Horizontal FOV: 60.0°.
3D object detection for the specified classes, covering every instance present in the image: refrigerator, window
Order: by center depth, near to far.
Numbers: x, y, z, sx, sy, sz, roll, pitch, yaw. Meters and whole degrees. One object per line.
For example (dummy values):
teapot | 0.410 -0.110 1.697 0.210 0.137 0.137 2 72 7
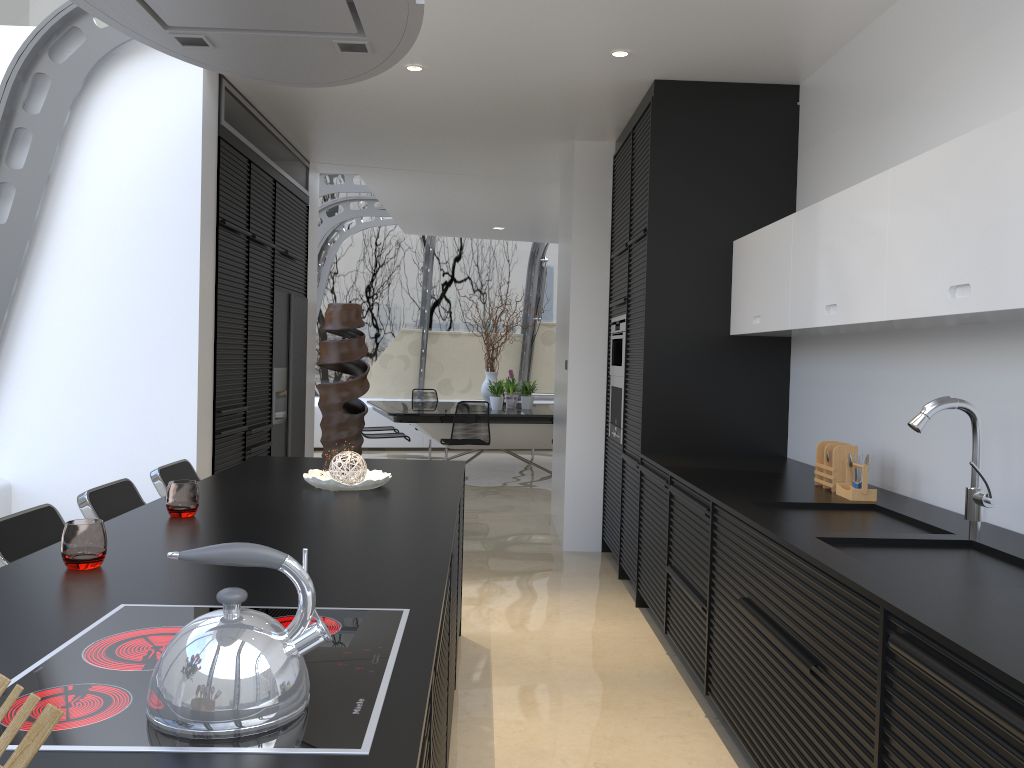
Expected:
refrigerator | -1.776 0.191 6.693 0.234 1.742 1.006 1 2 -2
window | 3.794 -0.173 6.895 16.171 3.674 16.693 1 2 -9

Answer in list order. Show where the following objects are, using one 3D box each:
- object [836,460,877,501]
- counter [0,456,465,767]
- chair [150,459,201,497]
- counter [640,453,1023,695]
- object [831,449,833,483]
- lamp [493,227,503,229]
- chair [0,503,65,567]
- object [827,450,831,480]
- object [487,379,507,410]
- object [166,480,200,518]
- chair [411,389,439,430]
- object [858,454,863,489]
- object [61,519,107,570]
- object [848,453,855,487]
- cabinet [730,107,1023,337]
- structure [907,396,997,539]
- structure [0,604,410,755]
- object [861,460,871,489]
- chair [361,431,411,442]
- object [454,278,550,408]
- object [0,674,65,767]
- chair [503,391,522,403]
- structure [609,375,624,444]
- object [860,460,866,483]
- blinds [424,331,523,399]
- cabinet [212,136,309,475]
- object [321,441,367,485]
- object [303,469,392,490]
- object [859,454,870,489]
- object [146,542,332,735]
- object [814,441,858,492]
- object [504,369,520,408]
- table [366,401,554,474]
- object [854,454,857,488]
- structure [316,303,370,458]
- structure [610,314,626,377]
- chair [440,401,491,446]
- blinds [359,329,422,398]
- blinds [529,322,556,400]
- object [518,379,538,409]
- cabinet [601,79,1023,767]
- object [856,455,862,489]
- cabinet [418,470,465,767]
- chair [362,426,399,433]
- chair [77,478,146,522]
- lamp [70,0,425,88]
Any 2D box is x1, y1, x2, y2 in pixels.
object | 1.333 0.387 3.433 0.100 0.170 0.173 2 2 0
counter | -0.665 0.425 2.397 1.006 0.018 3.800 1 2 -2
chair | -1.320 0.781 3.943 0.460 0.857 0.418 2 2 -1
counter | 1.172 0.460 3.027 0.804 0.025 3.738 1 2 -2
object | 1.314 0.366 3.632 0.020 0.196 0.018 2 2 21
lamp | 5.756 -1.594 7.124 9.928 0.004 9.775 1 2 -14
chair | -1.299 0.817 2.690 0.460 0.857 0.418 2 2 -1
object | 1.304 0.362 3.646 0.040 0.192 0.042 0 2 -41
object | -0.177 0.115 10.374 0.284 0.369 0.215 2 2 23
object | -0.996 0.348 2.680 0.095 0.106 0.095 1 2 -4
chair | -1.126 0.335 11.859 0.446 0.519 0.688 1 2 -15
object | 1.364 0.372 3.482 0.023 0.196 0.018 1 2 -6
object | -0.976 0.367 2.024 0.095 0.106 0.095 2 2 19
object | 1.334 0.368 3.481 0.042 0.192 0.040 3 2 36
cabinet | 1.441 -0.466 3.008 0.343 0.515 3.741 1 2 -2
structure | 1.305 0.305 2.634 0.248 0.536 0.115 1 2 -3
structure | -0.472 0.467 1.424 0.562 0.041 0.640 1 2 -2
object | 1.371 0.383 3.457 0.019 0.178 0.044 0 2 -36
chair | -1.509 0.377 10.011 0.688 0.519 0.446 1 2 -15
object | -0.110 -0.481 10.620 1.135 1.549 1.031 1 2 -23
object | -0.433 0.338 0.669 0.199 0.259 0.016 2 2 9
chair | 0.107 0.359 12.188 0.446 0.519 0.688 1 2 -15
structure | 0.685 0.157 5.811 0.023 0.420 0.592 2 2 -1
object | 1.375 0.382 3.495 0.044 0.178 0.019 1 2 -17
blinds | -0.576 -0.253 13.222 1.430 1.027 0.329 1 2 -15
cabinet | -2.055 -0.140 6.081 0.831 2.558 2.252 2 2 0
object | -0.629 0.313 3.398 0.190 0.191 0.165 2 2 26
object | -0.626 0.374 3.389 0.334 0.078 0.329 1 2 -15
object | 1.383 0.370 3.483 0.042 0.192 0.040 3 2 35
object | -0.398 0.339 1.258 0.221 0.230 0.221 2 2 30
object | 1.343 0.354 3.681 0.104 0.223 0.200 2 2 -1
object | -0.027 0.052 10.979 0.238 0.476 0.417 2 2 13
table | -0.145 0.667 10.836 3.031 0.759 2.494 1 2 -15
object | 1.346 0.372 3.470 0.020 0.196 0.018 2 2 8
structure | -1.577 0.174 8.249 0.493 1.843 0.498 1 2 -4
structure | 0.693 -0.247 5.800 0.061 0.388 0.592 1 2 -2
chair | -0.480 0.421 9.428 0.446 0.519 0.688 1 2 -15
blinds | -2.294 0.239 12.951 1.829 2.118 0.663 1 2 -15
blinds | 0.924 -0.317 13.589 1.376 1.214 0.387 1 2 -15
object | 0.188 0.116 10.685 0.284 0.369 0.215 2 2 18
cabinet | 1.166 -0.168 3.719 0.831 2.901 5.157 1 2 -2
object | 1.352 0.373 3.462 0.019 0.196 0.022 1 2 -13
cabinet | -0.676 0.852 2.409 1.007 0.838 3.800 1 2 -2
chair | -1.747 0.345 10.906 0.688 0.519 0.446 1 2 -15
chair | -1.309 0.800 3.292 0.460 0.857 0.418 2 2 -1
lamp | -0.431 -1.114 1.376 0.606 0.966 1.112 1 2 -2
